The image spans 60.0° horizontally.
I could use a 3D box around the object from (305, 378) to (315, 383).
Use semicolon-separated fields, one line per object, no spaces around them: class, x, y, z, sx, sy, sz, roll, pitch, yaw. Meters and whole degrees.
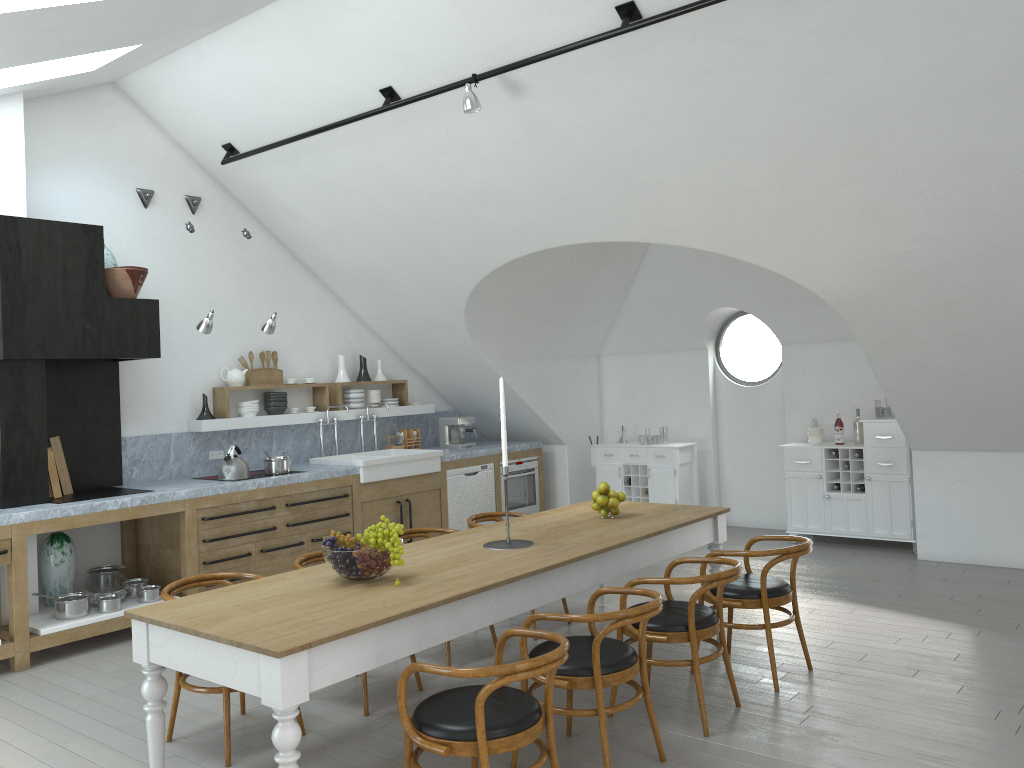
object;-1.882;-0.031;8.267;0.098;0.049;0.098;-3;0;37

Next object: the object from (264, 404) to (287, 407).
object;-2.114;0.214;7.929;0.205;0.086;0.205;-3;0;-13

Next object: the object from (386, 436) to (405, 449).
object;-1.182;0.606;8.986;0.100;0.171;0.173;-3;-1;41

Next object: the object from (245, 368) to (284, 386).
object;-2.205;-0.066;7.897;0.084;0.158;0.354;-3;-1;39

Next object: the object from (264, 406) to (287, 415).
object;-2.112;0.240;7.928;0.205;0.072;0.206;-2;0;27

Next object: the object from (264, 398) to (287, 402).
object;-2.114;0.164;7.932;0.205;0.072;0.206;-2;0;27

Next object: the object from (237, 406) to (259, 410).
object;-2.292;0.231;7.709;0.181;0.065;0.181;-3;0;-13

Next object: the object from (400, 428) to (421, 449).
object;-1.051;0.574;9.166;0.104;0.223;0.200;-3;-1;39

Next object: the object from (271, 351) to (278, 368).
object;-2.141;-0.147;7.971;0.039;0.298;0.068;-4;-2;39

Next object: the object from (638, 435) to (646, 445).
object;1.361;0.587;9.274;0.082;0.105;0.081;-2;-1;-38

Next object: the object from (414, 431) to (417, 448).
object;-0.999;0.579;9.168;0.040;0.192;0.042;-2;-1;-1

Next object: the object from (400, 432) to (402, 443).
object;-1.128;0.589;9.004;0.023;0.196;0.018;-3;-2;34

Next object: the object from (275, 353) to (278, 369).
object;-2.131;-0.148;8.011;0.030;0.294;0.057;-4;-2;39

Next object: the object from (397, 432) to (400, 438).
object;-1.151;0.587;9.023;0.040;0.192;0.042;-2;-1;-13

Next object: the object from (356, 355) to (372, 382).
object;-1.470;-0.157;8.771;0.156;0.268;0.156;-3;-1;43

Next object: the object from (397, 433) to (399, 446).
object;-1.150;0.590;8.996;0.019;0.196;0.022;-3;-2;27

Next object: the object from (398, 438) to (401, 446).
object;-1.138;0.599;8.980;0.019;0.179;0.044;-3;-1;4

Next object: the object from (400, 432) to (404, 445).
object;-1.114;0.585;8.993;0.040;0.192;0.042;-2;-1;-14

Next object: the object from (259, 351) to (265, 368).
object;-2.216;-0.145;7.906;0.040;0.299;0.061;-4;-2;37

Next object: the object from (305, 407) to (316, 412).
object;-1.875;0.238;8.255;0.098;0.049;0.098;-3;0;37

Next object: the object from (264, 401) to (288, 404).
object;-2.109;0.186;7.928;0.205;0.086;0.205;-3;0;-8

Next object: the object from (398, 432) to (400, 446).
object;-1.149;0.590;9.007;0.018;0.196;0.020;-1;-2;-41

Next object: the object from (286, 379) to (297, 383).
object;-2.018;-0.024;8.100;0.098;0.049;0.098;-3;0;37

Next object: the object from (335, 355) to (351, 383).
object;-1.639;-0.149;8.569;0.156;0.268;0.156;-3;-1;28

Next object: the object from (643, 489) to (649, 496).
object;1.458;1.123;9.243;0.081;0.083;0.317;-3;0;39

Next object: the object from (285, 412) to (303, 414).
object;-1.995;0.267;8.105;0.164;0.012;0.163;-3;0;-33

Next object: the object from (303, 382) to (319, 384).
object;-1.881;-0.007;8.266;0.164;0.012;0.163;-3;0;-33

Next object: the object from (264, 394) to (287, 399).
object;-2.116;0.139;7.937;0.205;0.084;0.205;-3;0;-23

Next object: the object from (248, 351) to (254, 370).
object;-2.292;-0.142;7.814;0.027;0.299;0.055;-4;-2;39

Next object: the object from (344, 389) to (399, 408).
object;-1.393;0.144;8.818;0.197;0.196;0.657;-3;0;39

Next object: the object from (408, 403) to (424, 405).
object;-1.022;0.215;9.284;0.213;0.025;0.213;-2;0;27

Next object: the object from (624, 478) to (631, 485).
object;1.276;1.028;9.342;0.082;0.085;0.317;-3;0;40

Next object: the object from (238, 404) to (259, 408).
object;-2.292;0.207;7.711;0.181;0.069;0.181;-3;0;-33

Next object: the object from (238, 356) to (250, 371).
object;-2.312;-0.123;7.783;0.199;0.259;0.016;-2;-1;-40

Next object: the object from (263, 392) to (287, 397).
object;-2.120;0.111;7.938;0.205;0.080;0.206;-2;0;42

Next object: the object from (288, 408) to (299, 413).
object;-1.996;0.244;8.106;0.098;0.049;0.098;-3;0;37

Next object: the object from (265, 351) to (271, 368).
object;-2.179;-0.146;7.920;0.019;0.299;0.057;-4;-2;39

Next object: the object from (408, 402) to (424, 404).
object;-1.022;0.206;9.285;0.213;0.025;0.213;-2;0;27

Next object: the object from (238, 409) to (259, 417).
object;-2.291;0.253;7.709;0.181;0.064;0.181;-3;0;-28

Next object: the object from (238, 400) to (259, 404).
object;-2.292;0.179;7.713;0.181;0.076;0.181;-3;0;-13

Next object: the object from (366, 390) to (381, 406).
object;-1.374;0.141;8.803;0.158;0.160;0.154;-2;-1;-23

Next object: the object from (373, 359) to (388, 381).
object;-1.335;-0.139;8.950;0.156;0.218;0.156;-3;-1;20

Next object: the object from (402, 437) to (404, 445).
object;-1.111;0.598;9.007;0.044;0.179;0.019;-3;-1;24

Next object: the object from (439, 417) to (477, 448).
object;-0.519;0.508;9.323;0.386;0.320;0.324;-3;-1;39
